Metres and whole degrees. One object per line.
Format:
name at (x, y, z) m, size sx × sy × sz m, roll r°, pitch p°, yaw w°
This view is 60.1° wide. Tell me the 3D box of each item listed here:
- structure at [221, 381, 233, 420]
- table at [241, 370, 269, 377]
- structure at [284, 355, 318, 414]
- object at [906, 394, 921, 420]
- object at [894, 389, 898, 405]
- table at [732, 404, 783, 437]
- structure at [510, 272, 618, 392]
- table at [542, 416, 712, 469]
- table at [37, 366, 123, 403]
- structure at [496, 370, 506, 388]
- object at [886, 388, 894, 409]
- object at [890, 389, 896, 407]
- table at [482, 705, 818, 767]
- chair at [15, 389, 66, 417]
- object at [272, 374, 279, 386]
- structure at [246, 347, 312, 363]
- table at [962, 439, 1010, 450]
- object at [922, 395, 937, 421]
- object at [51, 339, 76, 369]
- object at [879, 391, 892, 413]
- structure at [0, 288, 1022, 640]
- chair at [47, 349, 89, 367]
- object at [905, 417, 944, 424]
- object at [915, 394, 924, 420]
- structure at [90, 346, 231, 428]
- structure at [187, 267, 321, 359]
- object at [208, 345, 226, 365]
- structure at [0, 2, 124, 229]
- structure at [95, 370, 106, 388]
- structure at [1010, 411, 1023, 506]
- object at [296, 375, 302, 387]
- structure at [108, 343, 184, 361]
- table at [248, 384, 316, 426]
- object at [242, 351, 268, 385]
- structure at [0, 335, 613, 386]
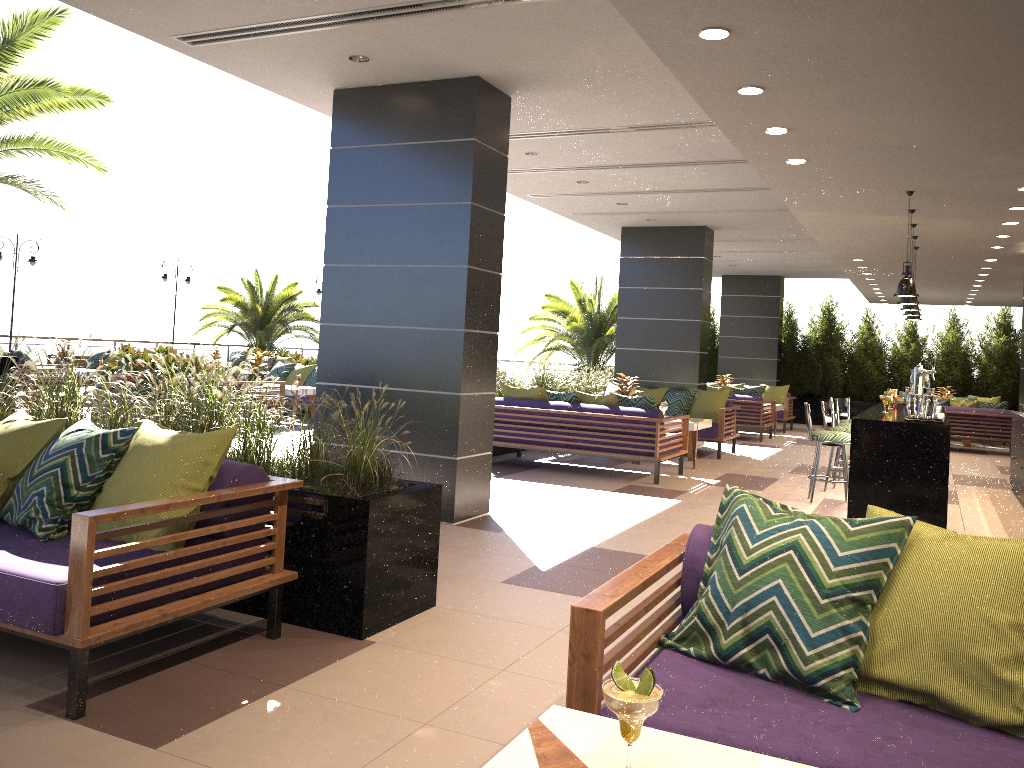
structure at (-3.763, 0.304, 11.658) m, size 0.100 × 0.701 × 0.180 m, roll 2°, pitch -1°, yaw 25°
table at (-6.414, -0.038, 19.239) m, size 2.039 × 0.554 × 0.940 m, roll 4°, pitch 1°, yaw 25°
structure at (-3.174, 0.056, 15.631) m, size 2.422 × 1.175 × 0.699 m, roll 4°, pitch 0°, yaw 27°
object at (3.158, 0.189, 6.965) m, size 0.105 × 0.209 × 0.105 m, roll 3°, pitch -1°, yaw 30°
object at (4.441, 0.151, 10.281) m, size 0.069 × 0.181 × 0.068 m, roll 3°, pitch -1°, yaw -3°
table at (3.995, 0.609, 16.731) m, size 2.039 × 0.554 × 0.940 m, roll 4°, pitch 1°, yaw 25°
structure at (1.905, -1.016, 20.579) m, size 3.795 × 3.307 × 3.755 m, roll 3°, pitch 1°, yaw -22°
table at (1.415, 0.669, 11.278) m, size 2.039 × 0.554 × 0.940 m, roll 4°, pitch 1°, yaw 25°
table at (-8.039, 0.000, 15.804) m, size 2.039 × 0.554 × 0.940 m, roll 4°, pitch 1°, yaw 25°
structure at (-2.318, -0.331, 22.595) m, size 4.406 × 1.330 × 0.803 m, roll 4°, pitch 0°, yaw 25°
object at (3.893, 0.149, 9.120) m, size 0.069 × 0.211 × 0.068 m, roll 3°, pitch -1°, yaw 8°
object at (4.179, 0.153, 9.736) m, size 0.084 × 0.190 × 0.067 m, roll 4°, pitch -1°, yaw -40°
table at (0.789, 1.010, 0.963) m, size 2.039 × 0.554 × 0.940 m, roll 4°, pitch 1°, yaw 25°
chair at (-3.870, 0.424, 6.586) m, size 0.715 × 0.817 × 0.713 m, roll 3°, pitch 0°, yaw 25°
object at (-3.572, -0.050, 13.379) m, size 0.105 × 0.197 × 0.106 m, roll 3°, pitch -1°, yaw -32°
structure at (-5.611, -0.271, 21.042) m, size 2.253 × 1.174 × 0.736 m, roll 4°, pitch 0°, yaw 27°
table at (8.108, 0.838, 16.480) m, size 2.039 × 0.554 × 0.940 m, roll 4°, pitch 1°, yaw 25°
object at (3.265, 0.196, 6.922) m, size 0.105 × 0.209 × 0.105 m, roll 3°, pitch -1°, yaw 30°
object at (-8.011, -0.539, 15.784) m, size 0.429 × 0.527 × 0.425 m, roll 3°, pitch 0°, yaw -32°
object at (3.470, 0.166, 8.226) m, size 0.105 × 0.197 × 0.106 m, roll 4°, pitch -1°, yaw -37°
structure at (2.498, -0.496, 9.435) m, size 7.826 × 3.125 × 24.687 m, roll 4°, pitch 2°, yaw 25°
chair at (-10.076, -0.403, 20.249) m, size 0.715 × 0.817 × 0.713 m, roll 3°, pitch 0°, yaw 25°
object at (3.278, 0.288, 7.039) m, size 0.273 × 0.018 × 0.436 m, roll 4°, pitch 2°, yaw 25°
object at (3.260, 0.191, 7.057) m, size 0.105 × 0.209 × 0.105 m, roll 3°, pitch -1°, yaw 30°
structure at (-4.821, 0.093, 12.159) m, size 2.253 × 1.174 × 0.736 m, roll 4°, pitch 0°, yaw 27°
structure at (-6.952, -1.639, 24.724) m, size 3.798 × 3.307 × 3.752 m, roll 3°, pitch 1°, yaw -7°
object at (-6.445, -0.580, 19.228) m, size 0.424 × 0.527 × 0.430 m, roll 3°, pitch 0°, yaw -37°
structure at (-7.657, -2.676, 11.268) m, size 4.714 × 6.512 × 4.733 m, roll 3°, pitch 0°, yaw 43°
structure at (-5.904, 0.153, 12.676) m, size 0.100 × 0.701 × 0.180 m, roll 2°, pitch -1°, yaw 25°
structure at (5.122, -0.129, 8.224) m, size 0.531 × 2.763 × 4.622 m, roll 2°, pitch 1°, yaw 25°
object at (-3.346, -0.052, 13.874) m, size 0.066 × 0.190 × 0.084 m, roll 4°, pitch -1°, yaw -35°
structure at (-7.283, -0.234, 17.563) m, size 2.250 × 1.174 × 0.713 m, roll 4°, pitch 0°, yaw 22°
table at (-4.006, 0.285, 13.887) m, size 2.039 × 0.554 × 0.940 m, roll 4°, pitch 1°, yaw 25°
object at (-3.988, -0.254, 13.878) m, size 0.431 × 0.527 × 0.424 m, roll 3°, pitch 0°, yaw 43°
structure at (-5.430, -0.137, 16.388) m, size 12.932 × 1.060 × 17.474 m, roll 4°, pitch 2°, yaw 25°
